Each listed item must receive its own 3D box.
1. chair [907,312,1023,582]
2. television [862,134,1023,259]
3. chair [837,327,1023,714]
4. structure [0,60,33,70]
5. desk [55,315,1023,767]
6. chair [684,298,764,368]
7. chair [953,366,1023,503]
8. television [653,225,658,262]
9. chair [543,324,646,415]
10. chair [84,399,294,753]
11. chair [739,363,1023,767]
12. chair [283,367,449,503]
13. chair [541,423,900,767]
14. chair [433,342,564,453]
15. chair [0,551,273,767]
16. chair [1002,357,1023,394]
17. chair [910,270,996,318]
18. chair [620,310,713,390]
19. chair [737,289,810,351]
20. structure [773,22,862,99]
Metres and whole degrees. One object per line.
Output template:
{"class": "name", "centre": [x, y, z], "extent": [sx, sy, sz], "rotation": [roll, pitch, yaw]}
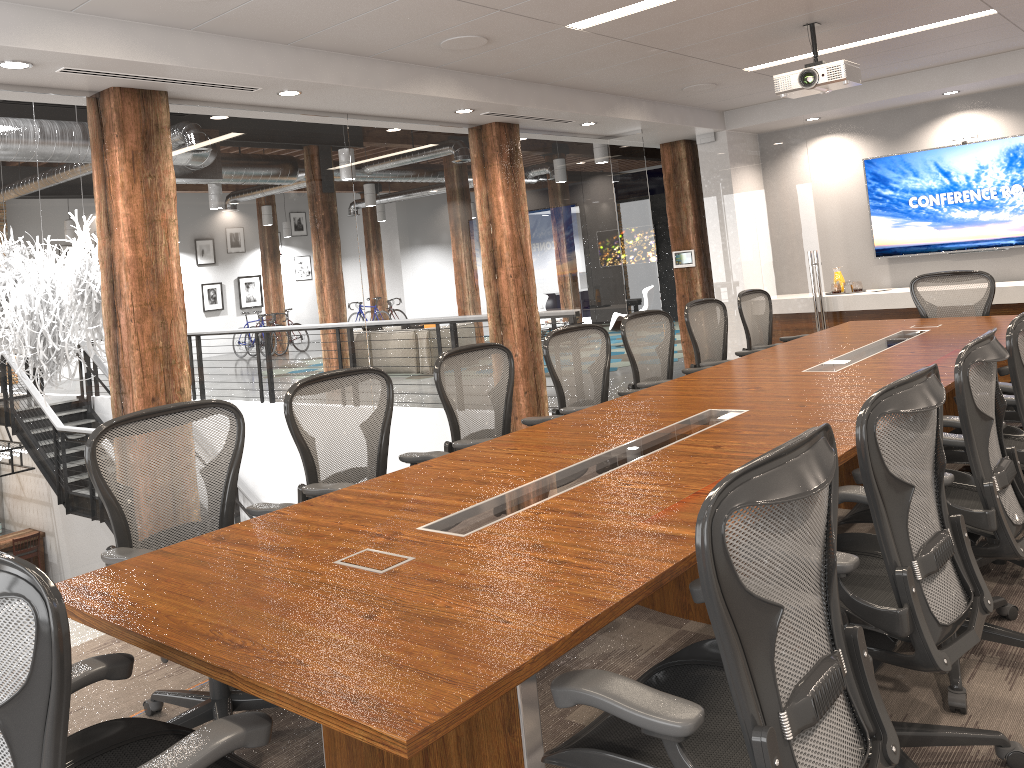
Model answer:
{"class": "chair", "centre": [1.919, 0.233, 3.622], "extent": [0.753, 1.095, 0.809], "rotation": [-6, 1, 42]}
{"class": "television", "centre": [4.339, -1.792, 8.206], "extent": [1.894, 1.110, 0.065], "rotation": [-2, 0, 40]}
{"class": "chair", "centre": [1.412, 0.375, 2.952], "extent": [0.787, 1.095, 0.775], "rotation": [-6, 0, 22]}
{"class": "structure", "centre": [-3.795, -1.372, 6.420], "extent": [1.462, 3.692, 7.150], "rotation": [-5, 5, -18]}
{"class": "desk", "centre": [1.286, 0.401, 4.059], "extent": [1.393, 0.755, 6.119], "rotation": [-1, 9, 40]}
{"class": "chair", "centre": [1.593, -0.063, 6.055], "extent": [0.786, 1.095, 0.775], "rotation": [-6, 0, 24]}
{"class": "chair", "centre": [2.458, 0.101, 4.185], "extent": [0.786, 1.095, 0.776], "rotation": [-6, 0, 26]}
{"class": "television", "centre": [2.445, -2.926, 18.553], "extent": [1.451, 0.798, 0.049], "rotation": [-1, 0, 40]}
{"class": "chair", "centre": [0.582, 0.211, 4.795], "extent": [0.786, 1.095, 0.776], "rotation": [-6, 0, 26]}
{"class": "chair", "centre": [-1.007, 0.621, 2.970], "extent": [0.789, 1.095, 0.773], "rotation": [-6, 0, 14]}
{"class": "chair", "centre": [0.882, 0.505, 2.394], "extent": [0.754, 1.095, 0.808], "rotation": [-6, 1, 40]}
{"class": "chair", "centre": [-0.515, 0.483, 3.615], "extent": [0.787, 1.095, 0.775], "rotation": [-6, 0, 22]}
{"class": "chair", "centre": [0.369, 0.648, 1.723], "extent": [0.785, 1.095, 0.777], "rotation": [-6, 1, 34]}
{"class": "chair", "centre": [0.056, 0.351, 4.159], "extent": [0.754, 1.095, 0.808], "rotation": [-6, 1, 30]}
{"class": "chair", "centre": [-0.781, 0.772, 1.680], "extent": [0.767, 1.095, 0.795], "rotation": [-6, 1, 14]}
{"class": "chair", "centre": [2.978, -0.042, 4.850], "extent": [0.808, 1.095, 0.754], "rotation": [-6, 1, -39]}
{"class": "chair", "centre": [3.225, -0.266, 6.320], "extent": [0.765, 1.095, 0.798], "rotation": [-6, 1, 24]}
{"class": "chair", "centre": [1.098, 0.079, 5.384], "extent": [0.754, 1.095, 0.809], "rotation": [-6, 1, 33]}
{"class": "chair", "centre": [2.123, -0.193, 6.616], "extent": [0.808, 1.095, 0.754], "rotation": [-6, 1, -43]}
{"class": "structure", "centre": [1.964, -2.119, 5.660], "extent": [0.456, 0.457, 0.321], "rotation": [-4, 1, 40]}
